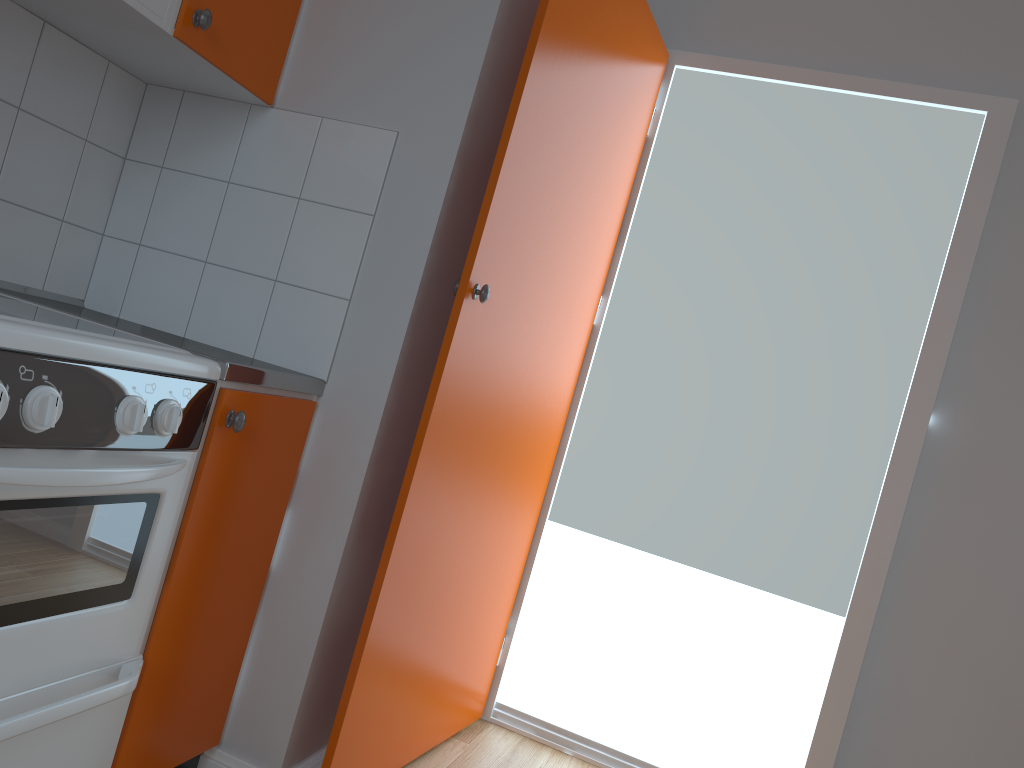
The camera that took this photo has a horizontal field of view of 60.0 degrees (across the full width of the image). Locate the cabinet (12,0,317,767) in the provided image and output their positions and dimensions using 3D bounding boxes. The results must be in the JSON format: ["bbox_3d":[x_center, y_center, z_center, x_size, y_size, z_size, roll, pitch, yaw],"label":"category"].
[{"bbox_3d":[-1.023,-0.522,0.502,0.708,2.348,3.090,16,-1,17],"label":"cabinet"}]

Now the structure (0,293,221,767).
[{"bbox_3d":[-0.979,0.269,1.330,0.736,0.864,0.615,16,-1,17],"label":"structure"}]

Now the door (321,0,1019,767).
[{"bbox_3d":[0.336,0.034,2.375,1.381,2.055,0.696,16,-1,-24],"label":"door"}]

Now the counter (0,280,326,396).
[{"bbox_3d":[-1.137,-0.185,0.503,0.684,0.132,3.089,16,-1,17],"label":"counter"}]
